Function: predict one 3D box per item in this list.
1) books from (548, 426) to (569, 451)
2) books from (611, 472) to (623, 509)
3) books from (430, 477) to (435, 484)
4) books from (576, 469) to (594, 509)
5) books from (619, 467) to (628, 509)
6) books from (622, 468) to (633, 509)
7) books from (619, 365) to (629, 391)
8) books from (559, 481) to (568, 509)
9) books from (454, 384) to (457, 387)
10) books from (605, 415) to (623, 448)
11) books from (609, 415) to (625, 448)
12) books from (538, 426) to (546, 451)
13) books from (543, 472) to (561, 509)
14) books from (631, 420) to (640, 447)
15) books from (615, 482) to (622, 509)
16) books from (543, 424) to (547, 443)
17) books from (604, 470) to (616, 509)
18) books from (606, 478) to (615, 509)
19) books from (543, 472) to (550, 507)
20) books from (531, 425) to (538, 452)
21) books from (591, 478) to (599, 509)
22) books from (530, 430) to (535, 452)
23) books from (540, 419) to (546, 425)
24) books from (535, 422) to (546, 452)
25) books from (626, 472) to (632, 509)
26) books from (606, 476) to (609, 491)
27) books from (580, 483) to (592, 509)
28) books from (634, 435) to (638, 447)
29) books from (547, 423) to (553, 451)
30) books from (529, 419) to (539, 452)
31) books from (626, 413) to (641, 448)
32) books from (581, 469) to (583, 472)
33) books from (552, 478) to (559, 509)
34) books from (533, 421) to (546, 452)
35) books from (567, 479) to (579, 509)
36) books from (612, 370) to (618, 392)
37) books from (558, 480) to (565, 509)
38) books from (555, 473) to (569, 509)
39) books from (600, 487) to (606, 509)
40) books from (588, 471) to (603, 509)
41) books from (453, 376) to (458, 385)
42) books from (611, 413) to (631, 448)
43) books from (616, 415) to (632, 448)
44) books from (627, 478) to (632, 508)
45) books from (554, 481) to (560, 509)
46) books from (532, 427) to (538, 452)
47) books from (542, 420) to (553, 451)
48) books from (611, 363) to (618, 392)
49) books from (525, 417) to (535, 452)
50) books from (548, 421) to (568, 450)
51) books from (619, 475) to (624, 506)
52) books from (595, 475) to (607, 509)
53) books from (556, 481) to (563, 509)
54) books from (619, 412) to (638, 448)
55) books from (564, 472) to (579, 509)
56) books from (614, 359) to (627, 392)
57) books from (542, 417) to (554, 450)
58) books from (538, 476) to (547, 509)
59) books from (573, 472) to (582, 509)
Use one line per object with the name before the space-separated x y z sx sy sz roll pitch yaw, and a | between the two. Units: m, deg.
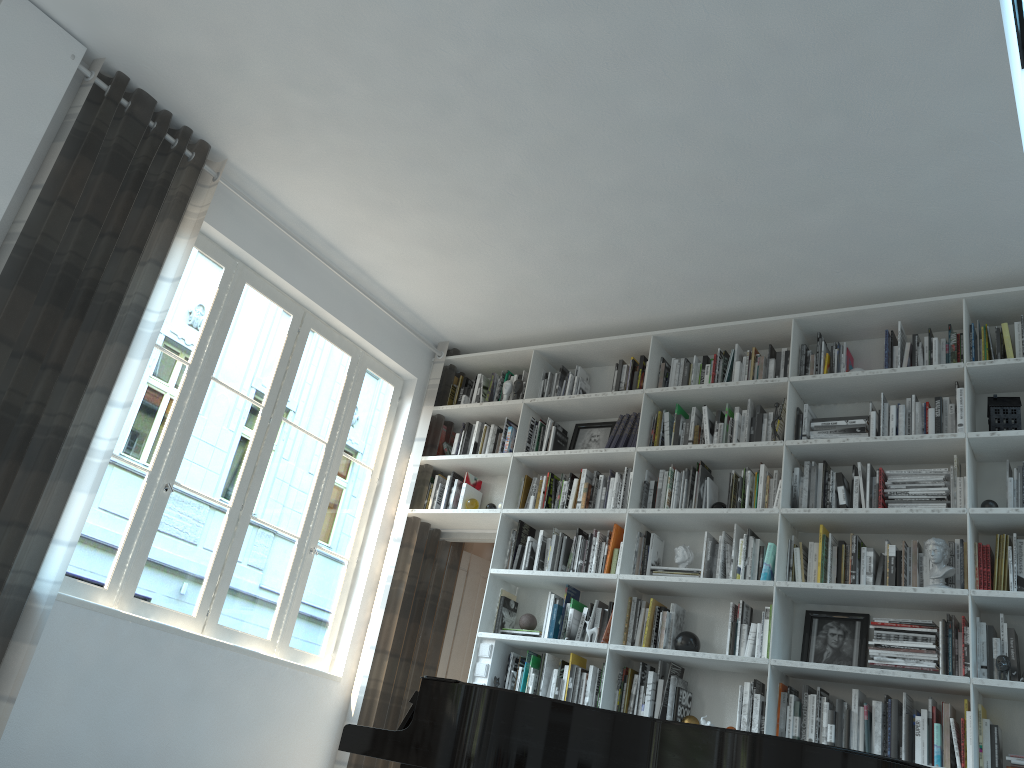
books | 0.289 0.399 5.563 0.012 0.213 0.186 -5 -29 33
books | 0.634 0.668 5.162 0.022 0.262 0.175 -5 -29 33
books | -0.533 0.773 5.931 0.011 0.271 0.189 -5 -29 33
books | 0.455 0.672 5.279 0.030 0.284 0.186 -5 -29 33
books | 0.678 0.649 5.132 0.012 0.289 0.183 -5 -29 33
books | 0.699 0.653 5.132 0.022 0.288 0.170 -5 -29 33
books | 0.717 0.026 5.489 0.028 0.248 0.156 -5 -29 33
books | 0.348 0.718 5.344 0.031 0.216 0.173 -5 -29 33
books | -0.389 0.143 6.240 0.011 0.240 0.151 -5 -29 33
books | 0.641 0.349 5.367 0.110 0.278 0.175 -5 -29 33
books | 0.665 0.351 5.361 0.110 0.278 0.175 -5 -29 33
books | 0.225 0.403 5.607 0.018 0.218 0.187 -5 -29 33
books | 0.252 0.698 5.417 0.011 0.276 0.164 -5 -29 33
books | 0.777 0.338 5.294 0.078 0.284 0.175 -5 -29 33
books | 0.650 0.698 5.150 0.013 0.205 0.173 -5 -29 33
books | 0.242 0.396 5.614 0.019 0.242 0.154 -5 -29 33
books | 0.599 0.666 5.195 0.012 0.279 0.189 -5 -29 33
books | 0.609 0.685 5.170 0.030 0.229 0.173 -5 -29 33
books | 0.245 0.702 5.434 0.020 0.279 0.165 -5 -29 33
books | 0.184 0.405 5.641 0.009 0.227 0.185 -5 -29 33
books | 0.519 0.695 5.236 0.013 0.231 0.172 -5 -29 33
books | 0.166 0.424 5.661 0.015 0.206 0.173 -5 -29 33
books | 0.192 0.385 5.668 0.006 0.287 0.144 -5 -29 33
books | 0.206 0.391 5.622 0.004 0.245 0.189 -5 -29 33
books | 0.718 0.661 5.109 0.035 0.262 0.178 -5 -29 33
books | 0.587 0.685 5.217 0.035 0.259 0.131 -5 -29 33
books | 0.469 0.709 5.242 0.029 0.194 0.192 -5 -29 33
books | 0.794 0.334 5.278 0.078 0.284 0.175 -5 -29 33
books | 0.277 0.389 5.590 0.011 0.248 0.168 -5 -29 33
books | 0.162 0.387 5.681 0.006 0.286 0.149 -5 -29 33
books | 0.756 0.337 5.304 0.078 0.284 0.175 -5 -29 33
books | 0.431 0.678 5.325 0.014 0.302 0.152 -5 -29 33
books | 0.283 0.716 5.408 0.047 0.248 0.134 -5 -29 33
books | 0.200 0.391 5.643 0.009 0.259 0.184 -5 -29 33
books | 0.398 0.709 5.327 0.047 0.237 0.163 -5 -29 33
books | 0.674 0.046 5.516 0.028 0.217 0.153 -5 -29 33
books | 0.335 0.717 5.363 0.011 0.228 0.171 -5 -29 33
books | 0.321 0.700 5.391 0.012 0.276 0.151 -5 -29 33
books | 0.559 0.718 5.211 0.022 0.185 0.137 -5 -29 33
books | 0.514 0.678 5.265 0.025 0.285 0.162 -5 -29 33
books | -0.400 0.109 6.250 0.012 0.306 0.181 -5 -29 33
books | 0.674 0.341 5.336 0.110 0.278 0.175 -5 -29 33
books | 0.703 0.347 5.336 0.110 0.278 0.175 -5 -29 33
books | 0.730 0.675 5.058 0.039 0.201 0.237 -5 -29 33
books | 0.308 0.724 5.392 0.012 0.229 0.150 -5 -29 33
books | 0.183 0.406 5.627 0.004 0.213 0.187 -5 -29 33
books | 0.259 0.383 5.594 0.023 0.257 0.184 -5 -29 33
books | 0.669 0.027 5.548 0.013 0.276 0.151 -5 -29 33
books | 0.146 0.380 5.682 0.005 0.291 0.184 -5 -29 33
books | 0.286 0.385 5.584 0.012 0.253 0.167 -5 -29 33
books | 0.676 0.674 5.158 0.024 0.264 0.155 -5 -29 33
books | 0.546 0.687 5.240 0.029 0.259 0.158 -5 -29 33
books | 0.320 0.720 5.363 0.014 0.217 0.165 -5 -29 33
books | 0.718 0.334 5.306 0.097 0.281 0.175 -5 -29 33
books | 0.374 0.694 5.347 0.014 0.271 0.181 -5 -29 33
books | 0.699 0.015 5.511 0.024 0.278 0.188 -5 -29 33
books | 0.255 0.378 5.614 0.005 0.280 0.191 -5 -29 33
books | 0.227 0.715 5.435 0.014 0.251 0.188 -5 -29 33
books | 0.434 0.683 5.295 0.023 0.270 0.187 -5 -29 33
